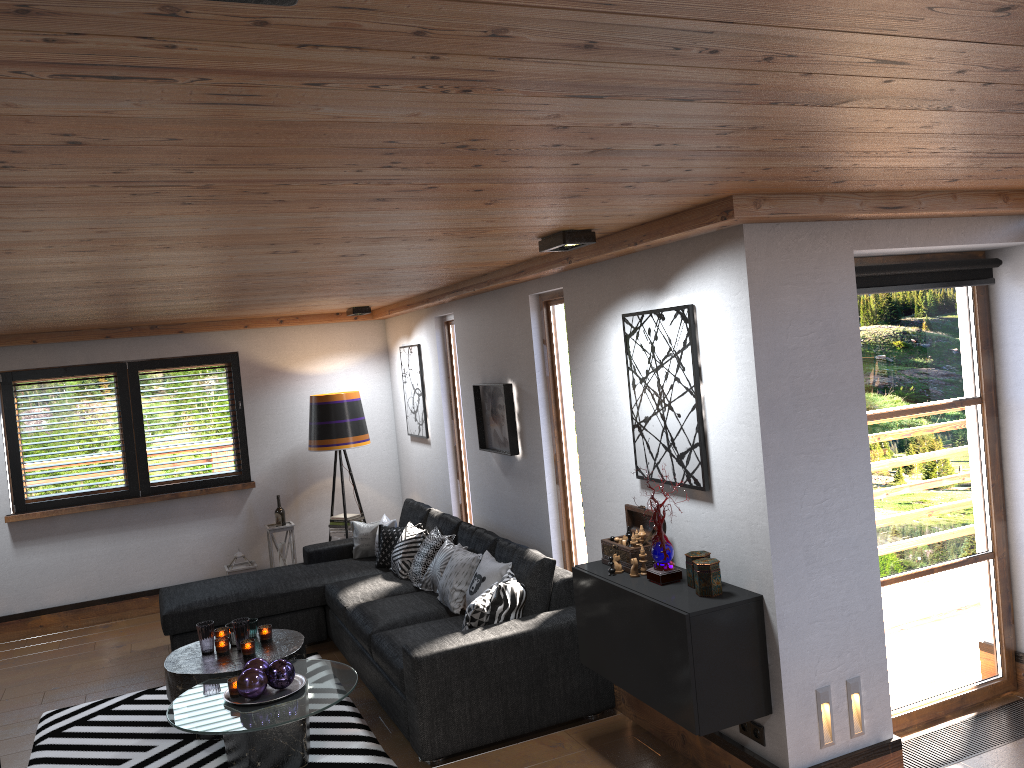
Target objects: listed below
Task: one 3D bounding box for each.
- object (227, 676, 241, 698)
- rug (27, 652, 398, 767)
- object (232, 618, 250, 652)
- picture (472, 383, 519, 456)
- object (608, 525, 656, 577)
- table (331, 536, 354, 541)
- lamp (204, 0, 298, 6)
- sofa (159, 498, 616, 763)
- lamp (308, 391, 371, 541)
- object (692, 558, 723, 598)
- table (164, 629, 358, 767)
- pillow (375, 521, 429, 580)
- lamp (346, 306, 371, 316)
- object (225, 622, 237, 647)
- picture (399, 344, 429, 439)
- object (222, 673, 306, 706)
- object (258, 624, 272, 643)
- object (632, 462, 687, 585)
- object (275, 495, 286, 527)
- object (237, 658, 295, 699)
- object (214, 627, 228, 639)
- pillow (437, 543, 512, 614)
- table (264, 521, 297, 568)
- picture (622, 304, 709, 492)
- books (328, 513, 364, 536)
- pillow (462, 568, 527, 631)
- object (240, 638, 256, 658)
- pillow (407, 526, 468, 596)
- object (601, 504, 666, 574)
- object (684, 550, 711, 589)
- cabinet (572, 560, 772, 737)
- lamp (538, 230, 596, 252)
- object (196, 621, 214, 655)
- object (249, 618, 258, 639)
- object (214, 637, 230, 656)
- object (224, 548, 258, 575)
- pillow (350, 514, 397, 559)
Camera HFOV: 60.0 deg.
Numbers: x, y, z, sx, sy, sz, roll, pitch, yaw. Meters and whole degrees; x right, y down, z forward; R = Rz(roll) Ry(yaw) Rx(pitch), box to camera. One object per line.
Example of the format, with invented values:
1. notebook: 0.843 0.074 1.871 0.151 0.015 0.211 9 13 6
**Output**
1. object: -1.340 1.475 4.311 0.079 0.081 0.079 -6 2 -8
2. rug: -1.511 1.885 4.346 1.677 0.020 2.875 -6 2 -23
3. object: -1.504 1.399 4.940 0.093 0.167 0.095 -4 2 38
4. picture: -0.112 0.223 5.787 0.067 0.451 0.554 -6 2 -23
5. object: 0.510 0.741 3.994 0.203 0.197 0.353 -6 2 -11
6. table: -1.382 1.519 7.567 0.348 0.482 0.356 -4 2 33
7. lamp: -0.275 -0.464 0.879 0.157 0.068 0.259 -6 2 -23
8. sofa: -1.048 1.395 5.513 2.108 0.818 3.062 -6 2 -23
9. lamp: -1.037 0.874 7.960 1.650 1.698 0.517 -7 2 -45
10. object: 0.776 0.767 3.517 0.109 0.135 0.095 -6 2 -33
11. table: -1.311 1.662 4.629 0.904 0.371 1.510 -6 2 -22
12. pillow: -0.761 1.176 6.315 0.314 0.364 0.661 -6 2 -28
13. lamp: -1.293 -0.618 7.462 0.157 0.068 0.259 -6 2 -23
14. object: -1.566 1.424 5.038 0.112 0.122 0.115 -4 2 43
15. picture: -0.836 0.061 7.531 0.020 0.781 0.558 -6 2 -23
16. object: -1.208 1.495 4.339 0.395 0.022 0.394 -5 2 -4
17. object: -1.410 1.428 5.070 0.079 0.081 0.079 -6 2 -8
18. object: 0.638 0.585 3.771 0.153 0.504 0.321 -6 2 -23
19. object: -1.987 1.092 7.580 0.087 0.286 0.088 -4 2 30
20. object: -1.229 1.430 4.344 0.288 0.142 0.261 -7 3 -40
21. object: -1.668 1.451 5.099 0.079 0.081 0.079 -6 2 -8
22. pillow: -0.228 1.153 5.162 0.286 0.328 0.720 -6 2 -33
23. table: -1.960 1.506 7.590 0.228 0.608 0.222 -6 2 -23
24. picture: 0.670 0.058 3.938 0.020 0.781 0.558 -6 2 -23
25. books: -1.410 1.201 7.568 0.253 0.159 0.222 -4 2 34
26. pillow: -0.081 1.181 4.655 0.297 0.346 0.541 -4 2 28
27. object: -1.437 1.440 4.829 0.079 0.081 0.079 -6 2 -8
28. pillow: -0.487 1.169 5.751 0.278 0.355 0.721 -6 2 -23
29. object: 0.551 0.699 4.069 0.212 0.270 0.284 -6 2 -23
30. object: 0.770 0.763 3.649 0.108 0.135 0.097 -5 2 8
31. cabinet: 0.647 1.071 3.810 0.361 0.468 0.946 -6 2 -23
32. lamp: 0.234 -0.621 3.820 0.157 0.068 0.259 -6 2 -23
33. object: -1.703 1.417 4.942 0.093 0.167 0.095 -4 2 38
34. object: -1.522 1.427 5.159 0.092 0.099 0.093 -5 2 14
35. object: -1.603 1.452 4.908 0.079 0.081 0.079 -6 2 -8
36. object: -2.289 1.614 7.500 0.255 0.462 0.249 -6 2 -23
37. pillow: -1.023 1.179 6.745 0.220 0.346 0.560 -7 3 -43
